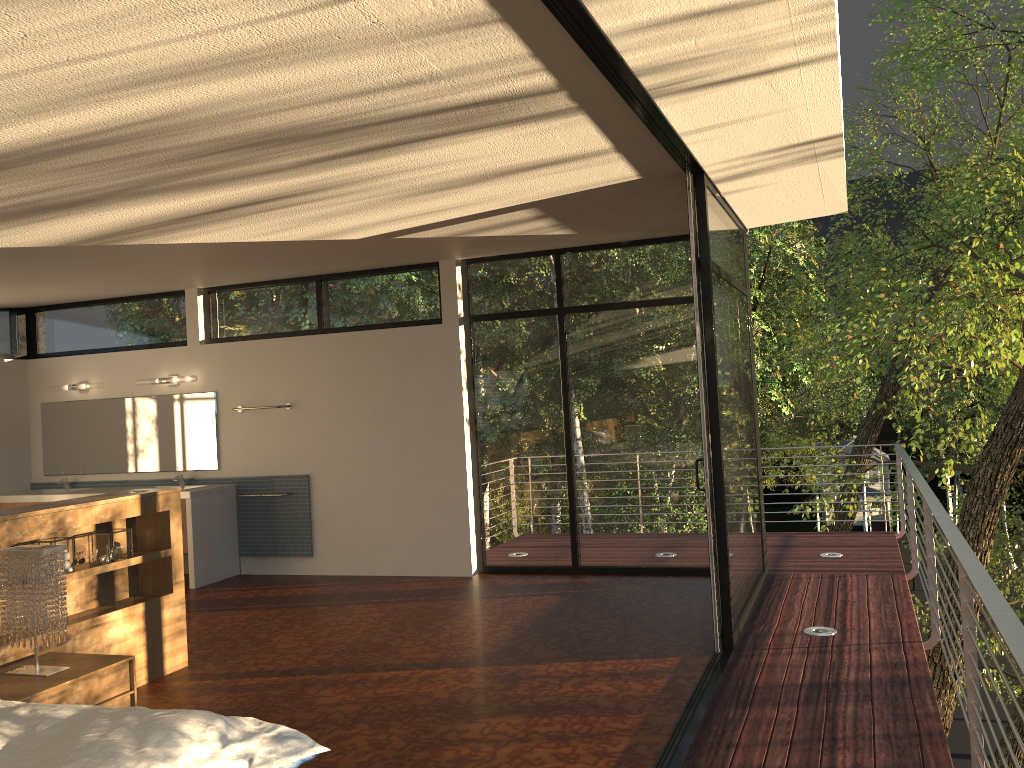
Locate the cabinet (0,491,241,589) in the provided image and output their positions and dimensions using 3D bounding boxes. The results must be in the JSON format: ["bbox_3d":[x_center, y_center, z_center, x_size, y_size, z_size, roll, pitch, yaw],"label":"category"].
[{"bbox_3d":[-3.478,1.326,7.597,2.230,0.711,0.561,-4,-1,18],"label":"cabinet"}]

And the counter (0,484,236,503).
[{"bbox_3d":[-3.498,0.969,7.607,2.231,0.111,0.561,-4,-1,18],"label":"counter"}]

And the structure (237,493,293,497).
[{"bbox_3d":[-2.053,0.925,7.408,0.493,0.021,0.203,-4,-1,19],"label":"structure"}]

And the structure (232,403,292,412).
[{"bbox_3d":[-2.093,0.199,7.428,0.527,0.056,0.203,-4,-1,18],"label":"structure"}]

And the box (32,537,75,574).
[{"bbox_3d":[-2.180,0.823,4.203,0.113,0.171,0.127,-4,-1,20],"label":"box"}]

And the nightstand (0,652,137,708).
[{"bbox_3d":[-1.981,1.361,3.511,0.467,0.347,0.792,-4,-1,20],"label":"nightstand"}]

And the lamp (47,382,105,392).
[{"bbox_3d":[-3.916,0.028,7.986,0.607,0.070,0.120,-4,-1,18],"label":"lamp"}]

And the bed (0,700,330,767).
[{"bbox_3d":[-1.820,1.142,1.888,2.107,0.712,1.868,-4,-1,19],"label":"bed"}]

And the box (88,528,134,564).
[{"bbox_3d":[-2.049,0.828,4.513,0.131,0.156,0.161,-4,-1,20],"label":"box"}]

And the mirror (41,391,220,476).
[{"bbox_3d":[-3.419,0.456,7.912,1.918,0.678,0.102,-4,-2,18],"label":"mirror"}]

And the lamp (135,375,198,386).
[{"bbox_3d":[-2.982,-0.030,7.680,0.607,0.070,0.120,-4,-1,18],"label":"lamp"}]

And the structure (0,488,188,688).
[{"bbox_3d":[-3.018,1.082,2.143,0.301,0.974,5.922,-4,-1,21],"label":"structure"}]

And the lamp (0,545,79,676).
[{"bbox_3d":[-1.960,1.037,3.681,0.255,0.730,0.166,-4,-2,19],"label":"lamp"}]

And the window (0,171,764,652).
[{"bbox_3d":[-3.260,0.331,2.527,6.696,2.514,10.536,-4,-1,20],"label":"window"}]
